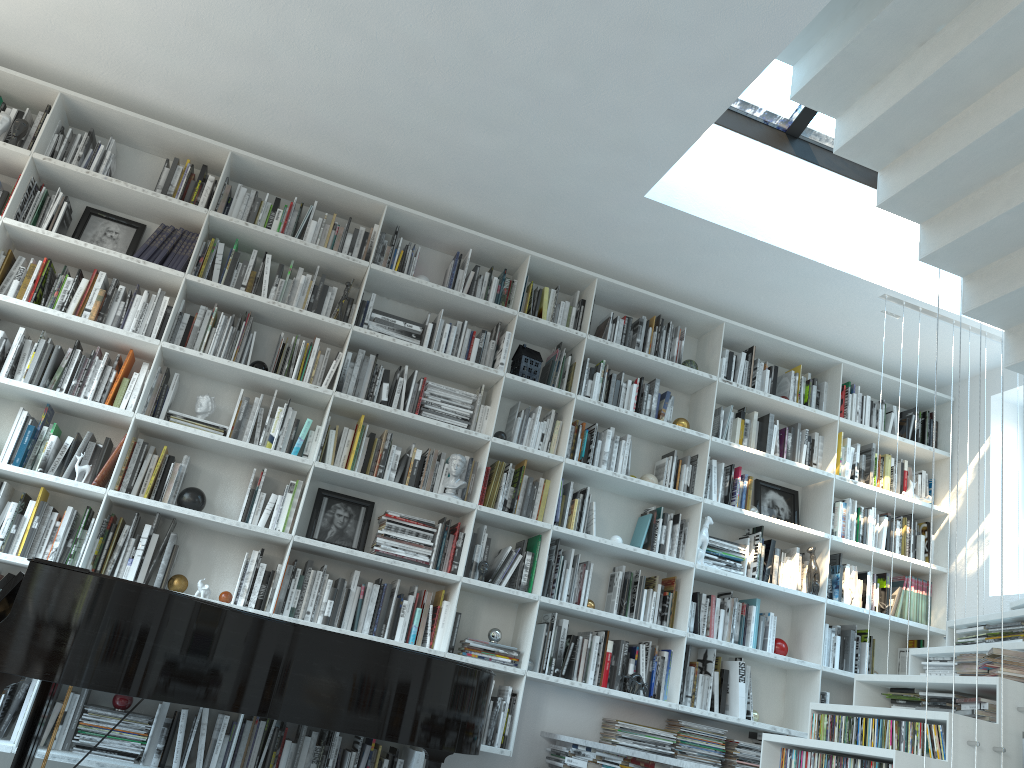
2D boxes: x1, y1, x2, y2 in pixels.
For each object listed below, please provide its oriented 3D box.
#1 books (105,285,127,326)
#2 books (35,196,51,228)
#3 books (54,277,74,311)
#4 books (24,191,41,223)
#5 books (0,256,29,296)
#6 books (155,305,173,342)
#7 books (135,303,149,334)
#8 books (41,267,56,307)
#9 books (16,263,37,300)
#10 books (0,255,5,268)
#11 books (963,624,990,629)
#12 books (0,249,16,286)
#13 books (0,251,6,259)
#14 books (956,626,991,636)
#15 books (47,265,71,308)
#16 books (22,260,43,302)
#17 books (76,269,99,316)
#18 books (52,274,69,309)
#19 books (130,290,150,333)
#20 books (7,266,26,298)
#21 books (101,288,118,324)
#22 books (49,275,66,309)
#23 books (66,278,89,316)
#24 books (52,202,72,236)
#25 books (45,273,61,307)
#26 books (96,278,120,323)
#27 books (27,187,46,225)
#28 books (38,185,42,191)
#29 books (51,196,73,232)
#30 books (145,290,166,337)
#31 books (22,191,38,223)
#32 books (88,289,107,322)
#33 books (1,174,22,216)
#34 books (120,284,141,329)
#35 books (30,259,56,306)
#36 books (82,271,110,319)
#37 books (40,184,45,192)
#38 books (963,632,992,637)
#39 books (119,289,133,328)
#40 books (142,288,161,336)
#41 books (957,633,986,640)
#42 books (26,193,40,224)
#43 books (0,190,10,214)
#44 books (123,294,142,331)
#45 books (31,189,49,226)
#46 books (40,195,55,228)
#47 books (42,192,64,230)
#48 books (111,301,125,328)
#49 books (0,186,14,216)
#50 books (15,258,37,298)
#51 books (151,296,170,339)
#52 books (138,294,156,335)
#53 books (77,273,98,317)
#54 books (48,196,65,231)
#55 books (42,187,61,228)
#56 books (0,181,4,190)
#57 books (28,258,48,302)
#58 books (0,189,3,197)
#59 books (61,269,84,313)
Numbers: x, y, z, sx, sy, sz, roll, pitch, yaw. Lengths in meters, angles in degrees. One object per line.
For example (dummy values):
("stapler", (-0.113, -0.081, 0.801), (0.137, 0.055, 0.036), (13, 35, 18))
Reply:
("books", (-1.964, -0.341, 4.388), (0.029, 0.259, 0.158), (17, -21, -14))
("books", (-2.307, -0.793, 4.376), (0.018, 0.218, 0.187), (17, -21, -14))
("books", (-2.172, -0.390, 4.312), (0.031, 0.216, 0.173), (17, -21, -14))
("books", (-2.356, -0.811, 4.368), (0.009, 0.227, 0.185), (17, -21, -14))
("books", (-2.409, -0.477, 4.271), (0.062, 0.257, 0.153), (17, -21, -14))
("books", (-1.720, -0.254, 4.401), (0.039, 0.201, 0.236), (17, -21, -14))
("books", (-1.842, -0.280, 4.405), (0.013, 0.205, 0.173), (17, -21, -14))
("books", (-2.255, -0.427, 4.307), (0.047, 0.248, 0.134), (17, -21, -14))
("books", (-2.331, -0.444, 4.275), (0.030, 0.229, 0.172), (17, -21, -14))
("books", (-2.459, -0.483, 4.247), (0.022, 0.231, 0.151), (17, -21, -14))
("books", (2.300, 1.188, 4.263), (0.165, 0.014, 0.236), (11, -21, 2))
("books", (-2.438, -0.494, 4.249), (0.012, 0.262, 0.181), (17, -21, -14))
("books", (-2.476, -0.495, 4.255), (0.012, 0.253, 0.161), (17, -21, -14))
("books", (2.288, 1.200, 4.258), (0.190, 0.015, 0.231), (12, -21, -1))
("books", (-2.214, -0.427, 4.322), (0.012, 0.276, 0.151), (17, -21, -14))
("books", (-2.308, -0.448, 4.283), (0.014, 0.251, 0.187), (17, -21, -14))
("books", (-2.090, -0.402, 4.358), (0.014, 0.302, 0.152), (17, -21, -14))
("books", (-2.193, -0.399, 4.315), (0.011, 0.228, 0.171), (17, -21, -14))
("books", (-1.849, -0.315, 4.399), (0.022, 0.262, 0.175), (17, -21, -14))
("books", (-2.367, -0.442, 4.250), (0.026, 0.194, 0.176), (17, -21, -14))
("books", (-1.981, -0.338, 4.365), (0.013, 0.231, 0.172), (17, -21, -14))
("books", (-2.203, -0.400, 4.304), (0.014, 0.217, 0.164), (17, -21, -14))
("books", (-2.124, -0.382, 4.337), (0.047, 0.237, 0.163), (17, -21, -14))
("books", (-2.235, -0.768, 4.393), (0.012, 0.213, 0.186), (17, -21, -14))
("books", (-2.231, -0.408, 4.315), (0.012, 0.229, 0.150), (17, -21, -14))
("books", (-1.997, -0.365, 4.379), (0.025, 0.285, 0.161), (17, -21, -14))
("books", (-2.342, -0.821, 4.380), (0.009, 0.259, 0.184), (17, -21, -14))
("books", (-2.367, -0.833, 4.386), (0.005, 0.276, 0.147), (17, -21, -14))
("books", (-2.245, -0.788, 4.405), (0.012, 0.253, 0.167), (17, -21, -14))
("books", (-1.781, -0.305, 4.425), (0.022, 0.288, 0.170), (17, -21, -14))
("books", (-2.376, -0.817, 4.378), (0.005, 0.237, 0.154), (17, -21, -14))
("books", (-2.023, -0.339, 4.333), (0.029, 0.194, 0.192), (17, -21, -14))
("books", (-2.454, -0.868, 4.365), (0.014, 0.293, 0.173), (17, -21, -14))
("books", (-1.893, -0.335, 4.395), (0.012, 0.279, 0.188), (17, -21, -14))
("books", (-2.274, -0.452, 4.289), (0.011, 0.276, 0.164), (17, -21, -14))
("books", (-2.043, -0.388, 4.344), (0.030, 0.284, 0.185), (17, -21, -14))
("books", (-2.362, -0.836, 4.391), (0.006, 0.288, 0.144), (17, -21, -14))
("books", (2.310, 1.220, 4.252), (0.136, 0.017, 0.299), (11, -21, 1))
("books", (-1.922, -0.327, 4.402), (0.035, 0.259, 0.131), (17, -21, -14))
("books", (-1.793, -0.314, 4.410), (0.012, 0.290, 0.183), (17, -21, -14))
("books", (2.288, 1.226, 4.249), (0.168, 0.005, 0.293), (11, -21, 3))
("books", (-2.348, -0.805, 4.358), (0.004, 0.213, 0.187), (17, -21, -14))
("books", (-2.495, -0.829, 4.338), (0.026, 0.187, 0.154), (17, -21, -14))
("books", (-1.877, -0.307, 4.387), (0.030, 0.230, 0.173), (17, -21, -14))
("books", (-2.324, -0.813, 4.371), (0.004, 0.245, 0.189), (17, -21, -14))
("books", (-2.298, -0.798, 4.393), (0.019, 0.243, 0.154), (17, -21, -14))
("books", (-2.269, -0.800, 4.391), (0.023, 0.257, 0.184), (17, -21, -14))
("books", (-1.948, -0.300, 4.379), (0.022, 0.185, 0.137), (17, -21, -14))
("books", (-2.476, -0.842, 4.363), (0.014, 0.235, 0.144), (17, -21, -14))
("books", (-2.348, -0.463, 4.280), (0.010, 0.261, 0.151), (17, -21, -14))
("books", (-1.757, -0.286, 4.425), (0.035, 0.263, 0.178), (17, -21, -14))
("books", (-1.822, -0.299, 4.428), (0.024, 0.265, 0.155), (17, -21, -14))
("books", (-2.070, -0.387, 4.340), (0.023, 0.270, 0.187), (17, -21, -14))
("books", (-2.257, -0.789, 4.402), (0.011, 0.249, 0.168), (17, -21, -14))
("books", (-2.283, -0.812, 4.401), (0.005, 0.280, 0.191), (17, -21, -14))
("books", (-2.539, -0.868, 4.318), (0.029, 0.228, 0.192), (17, -21, -14))
("books", (-2.291, -0.455, 4.296), (0.020, 0.280, 0.165), (17, -21, -14))
("books", (-2.524, -0.837, 4.345), (0.029, 0.195, 0.146), (17, -21, -14))
("books", (-2.148, -0.407, 4.332), (0.014, 0.271, 0.181), (17, -21, -14))
